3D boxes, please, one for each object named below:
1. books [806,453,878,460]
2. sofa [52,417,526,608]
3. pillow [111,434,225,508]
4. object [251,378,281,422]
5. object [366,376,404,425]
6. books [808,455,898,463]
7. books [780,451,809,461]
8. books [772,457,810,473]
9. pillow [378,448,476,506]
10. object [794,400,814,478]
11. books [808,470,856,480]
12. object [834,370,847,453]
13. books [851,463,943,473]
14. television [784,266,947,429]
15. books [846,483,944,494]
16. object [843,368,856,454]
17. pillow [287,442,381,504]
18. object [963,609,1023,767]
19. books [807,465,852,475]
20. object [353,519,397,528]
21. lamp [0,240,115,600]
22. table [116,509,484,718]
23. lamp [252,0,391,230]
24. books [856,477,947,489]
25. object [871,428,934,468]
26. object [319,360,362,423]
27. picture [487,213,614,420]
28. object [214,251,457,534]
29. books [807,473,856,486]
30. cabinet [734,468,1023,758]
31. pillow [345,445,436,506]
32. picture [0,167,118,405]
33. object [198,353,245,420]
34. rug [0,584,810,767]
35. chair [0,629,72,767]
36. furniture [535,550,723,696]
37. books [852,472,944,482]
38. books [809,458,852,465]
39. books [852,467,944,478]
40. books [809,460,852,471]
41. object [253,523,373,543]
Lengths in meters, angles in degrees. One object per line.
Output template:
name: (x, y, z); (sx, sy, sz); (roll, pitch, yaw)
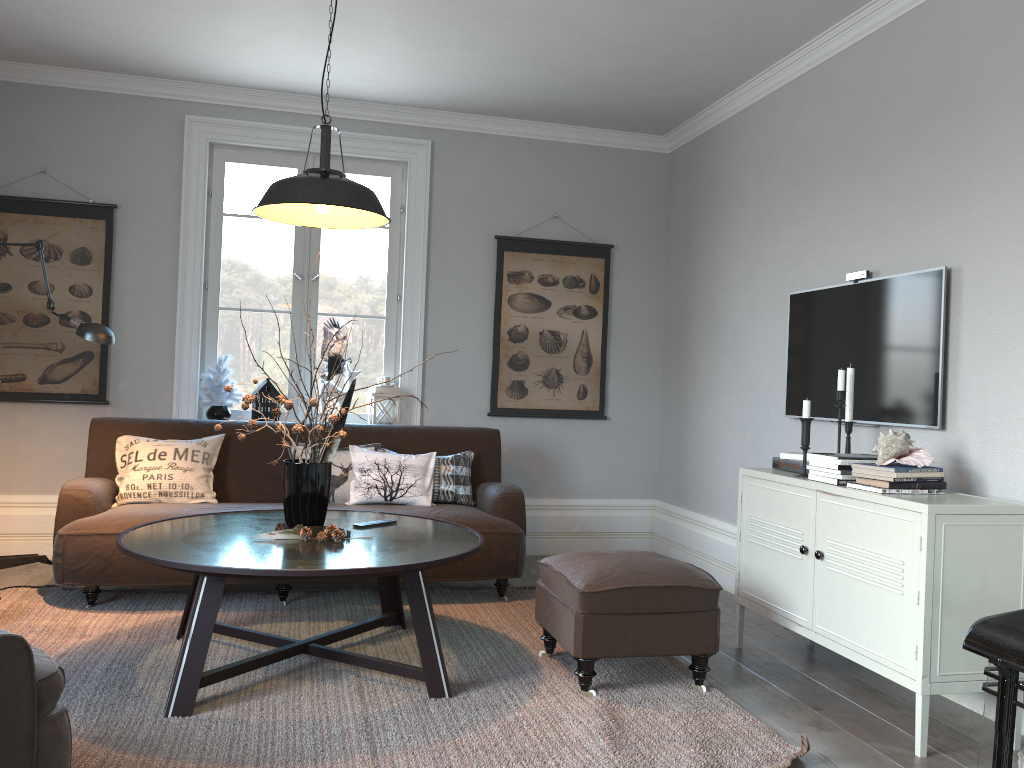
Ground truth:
books: (1.265, 0.269, 3.286); (0.263, 0.008, 0.212); (2, 0, -13)
sofa: (-1.047, 0.624, 4.473); (2.165, 0.825, 0.968); (2, 0, -14)
pillow: (-1.714, 0.430, 4.418); (0.519, 0.369, 0.240); (2, 0, -14)
object: (-1.441, 0.106, 5.190); (0.155, 0.284, 0.155); (2, -1, -24)
object: (-0.767, 0.114, 5.337); (0.193, 0.322, 0.193); (2, 0, -20)
books: (1.264, 0.278, 3.279); (0.260, 0.010, 0.196); (2, 0, -16)
books: (1.242, 0.304, 3.707); (0.199, 0.024, 0.160); (2, 0, 30)
books: (1.252, 0.340, 3.683); (0.218, 0.049, 0.276); (2, 0, -14)
pillow: (-0.453, 0.496, 4.730); (0.542, 0.288, 0.183); (2, 0, -13)
object: (1.150, 0.210, 3.474); (0.083, 0.311, 0.083); (3, -1, -37)
books: (1.264, 0.335, 3.275); (0.253, 0.016, 0.200); (2, 0, -16)
object: (1.263, 0.153, 3.417); (0.092, 0.431, 0.092); (2, -1, 35)
books: (1.324, 0.288, 3.054); (0.235, 0.014, 0.184); (2, 0, -27)
television: (1.488, -0.154, 3.818); (0.041, 0.657, 1.063); (2, 0, -14)
books: (1.320, 0.360, 3.062); (0.243, 0.014, 0.196); (2, 0, -14)
object: (1.329, 0.144, 3.499); (0.066, 0.457, 0.066); (2, -1, 43)
pillow: (-0.922, 0.474, 4.575); (0.472, 0.348, 0.159); (2, -1, -17)
object: (1.418, 0.825, 2.369); (0.323, 0.599, 0.323); (2, 0, -14)
books: (1.271, 0.320, 3.286); (0.271, 0.016, 0.222); (2, 0, -14)
object: (-0.549, 0.559, 3.561); (0.051, 0.011, 0.207); (2, 0, 36)
lamp: (-2.485, 0.166, 4.149); (1.864, 1.644, 0.797); (2, -1, 24)
table: (-0.762, 0.804, 3.277); (1.299, 0.503, 1.300); (2, 0, -21)
lamp: (-0.682, -1.156, 3.297); (0.504, 1.076, 0.504); (2, -1, 33)
books: (1.338, 0.340, 3.059); (0.238, 0.027, 0.175); (2, 0, -17)
object: (1.330, 0.218, 3.063); (0.194, 0.127, 0.192); (2, 0, -21)
object: (-1.010, 0.060, 5.216); (0.239, 0.410, 0.128); (2, -1, -18)
picture: (0.254, -0.439, 5.663); (0.793, 1.313, 0.057); (2, -1, -14)
object: (-0.614, 0.028, 3.248); (0.853, 1.066, 0.525); (3, -1, -43)
books: (1.270, 0.355, 3.284); (0.271, 0.022, 0.200); (2, 0, -12)
cabinet: (1.262, 0.743, 3.250); (0.408, 0.757, 1.152); (2, 0, -14)
pillow: (-0.620, 0.476, 4.573); (0.471, 0.309, 0.188); (2, 0, -13)
picture: (-2.642, -0.553, 4.938); (0.793, 1.313, 0.057); (2, -1, -14)
object: (-1.700, 0.025, 5.117); (0.263, 0.424, 0.247); (2, -1, 22)
rug: (-0.750, 0.999, 3.317); (2.818, 0.090, 2.400); (2, 0, -14)
chair: (-1.440, 0.615, 1.701); (0.807, 0.795, 0.970); (2, 0, 27)
furniture: (0.422, 0.865, 3.312); (0.583, 0.440, 0.574); (2, 0, -14)
books: (1.326, 0.319, 3.055); (0.235, 0.014, 0.184); (2, 0, -25)
books: (1.269, 0.288, 3.279); (0.265, 0.010, 0.196); (2, 0, -14)
books: (1.325, 0.303, 3.049); (0.235, 0.017, 0.184); (2, 0, -27)
books: (1.263, 0.302, 3.281); (0.251, 0.019, 0.200); (2, 0, -12)
object: (-0.714, 0.529, 3.195); (0.404, 0.067, 0.153); (2, 0, 3)
